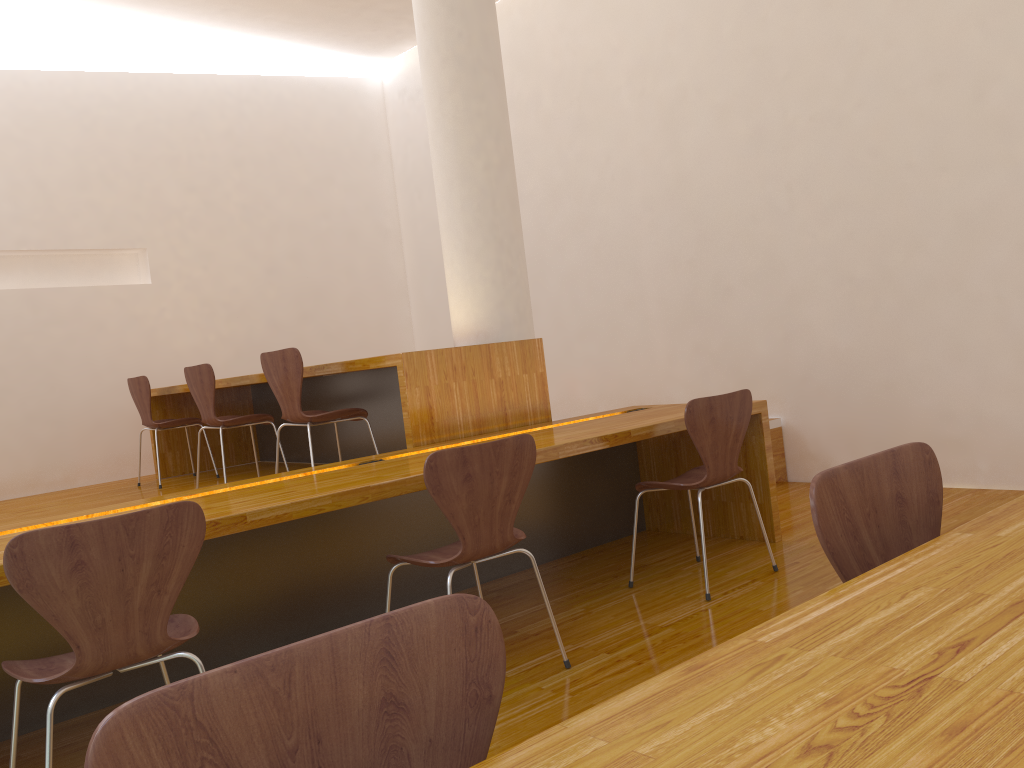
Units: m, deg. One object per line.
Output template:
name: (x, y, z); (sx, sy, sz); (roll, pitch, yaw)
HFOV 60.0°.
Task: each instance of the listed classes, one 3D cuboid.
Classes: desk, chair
desk: (-0.334, 0.566, 3.045); (3.185, 0.606, 0.760); (-8, 2, -40)
chair: (-0.855, 0.177, 4.001); (0.381, 0.693, 0.428); (-8, 2, -40)
chair: (0.676, 0.387, 3.313); (0.428, 0.693, 0.381); (-8, 2, -40)
chair: (-0.149, 0.510, 2.567); (0.428, 0.693, 0.381); (-8, 2, -40)
chair: (-1.476, 0.227, 4.745); (0.381, 0.693, 0.428); (-8, 2, -40)
chair: (-0.886, 0.619, 1.944); (0.428, 0.693, 0.381); (-8, 2, -40)
chair: (-0.020, 0.557, 0.651); (0.428, 0.693, 0.381); (-8, 2, -40)
desk: (-1.133, 0.217, 5.001); (0.760, 0.606, 3.185); (-8, 2, -40)
desk: (1.235, 0.604, 0.897); (3.236, 0.918, 1.285); (-8, 2, -40)
chair: (0.717, 0.449, 1.273); (0.428, 0.693, 0.381); (-8, 2, -40)
chair: (-2.163, 0.281, 5.628); (0.381, 0.693, 0.428); (-8, 2, -40)
